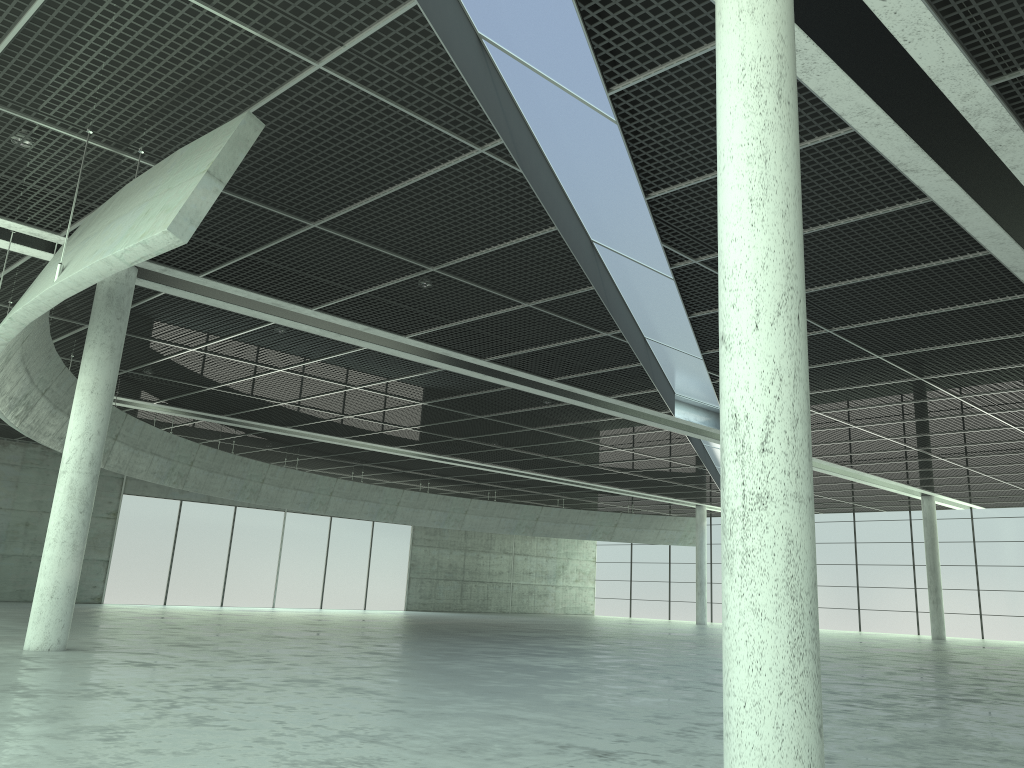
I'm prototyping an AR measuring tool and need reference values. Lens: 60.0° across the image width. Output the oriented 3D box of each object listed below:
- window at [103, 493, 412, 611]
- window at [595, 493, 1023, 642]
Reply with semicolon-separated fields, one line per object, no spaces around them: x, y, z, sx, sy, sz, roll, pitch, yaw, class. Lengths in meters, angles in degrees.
-23.399;19.587;89.204;0.159;10.663;33.517;-11;-20;43;window
12.374;9.806;55.976;99.586;16.082;100.753;-11;-20;43;window
